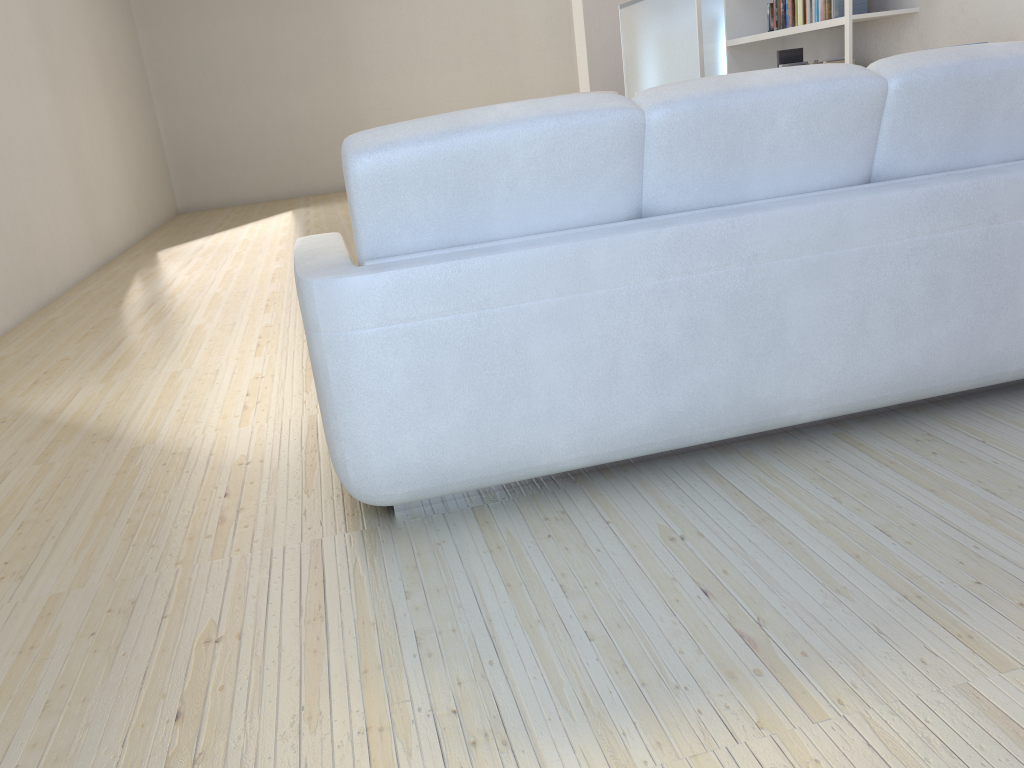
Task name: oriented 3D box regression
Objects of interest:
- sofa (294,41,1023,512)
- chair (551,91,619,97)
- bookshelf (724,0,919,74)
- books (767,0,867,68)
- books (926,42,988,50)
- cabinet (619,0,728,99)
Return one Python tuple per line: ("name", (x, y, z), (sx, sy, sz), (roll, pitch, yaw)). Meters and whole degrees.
("sofa", (0.527, -0.377, 2.403), (2.166, 0.862, 0.941), (-10, 18, -10))
("chair", (0.465, -1.593, 6.173), (0.919, 0.828, 0.941), (-4, 18, 9))
("bookshelf", (2.016, -2.157, 5.962), (0.465, 1.396, 1.599), (-10, 18, -10))
("books", (1.953, -2.225, 5.733), (0.215, 0.743, 0.831), (-10, 18, -10))
("books", (2.285, -1.387, 4.606), (0.329, 0.694, 0.270), (-10, 18, -10))
("cabinet", (1.555, -2.577, 7.458), (0.689, 1.396, 1.670), (-10, 18, -10))
